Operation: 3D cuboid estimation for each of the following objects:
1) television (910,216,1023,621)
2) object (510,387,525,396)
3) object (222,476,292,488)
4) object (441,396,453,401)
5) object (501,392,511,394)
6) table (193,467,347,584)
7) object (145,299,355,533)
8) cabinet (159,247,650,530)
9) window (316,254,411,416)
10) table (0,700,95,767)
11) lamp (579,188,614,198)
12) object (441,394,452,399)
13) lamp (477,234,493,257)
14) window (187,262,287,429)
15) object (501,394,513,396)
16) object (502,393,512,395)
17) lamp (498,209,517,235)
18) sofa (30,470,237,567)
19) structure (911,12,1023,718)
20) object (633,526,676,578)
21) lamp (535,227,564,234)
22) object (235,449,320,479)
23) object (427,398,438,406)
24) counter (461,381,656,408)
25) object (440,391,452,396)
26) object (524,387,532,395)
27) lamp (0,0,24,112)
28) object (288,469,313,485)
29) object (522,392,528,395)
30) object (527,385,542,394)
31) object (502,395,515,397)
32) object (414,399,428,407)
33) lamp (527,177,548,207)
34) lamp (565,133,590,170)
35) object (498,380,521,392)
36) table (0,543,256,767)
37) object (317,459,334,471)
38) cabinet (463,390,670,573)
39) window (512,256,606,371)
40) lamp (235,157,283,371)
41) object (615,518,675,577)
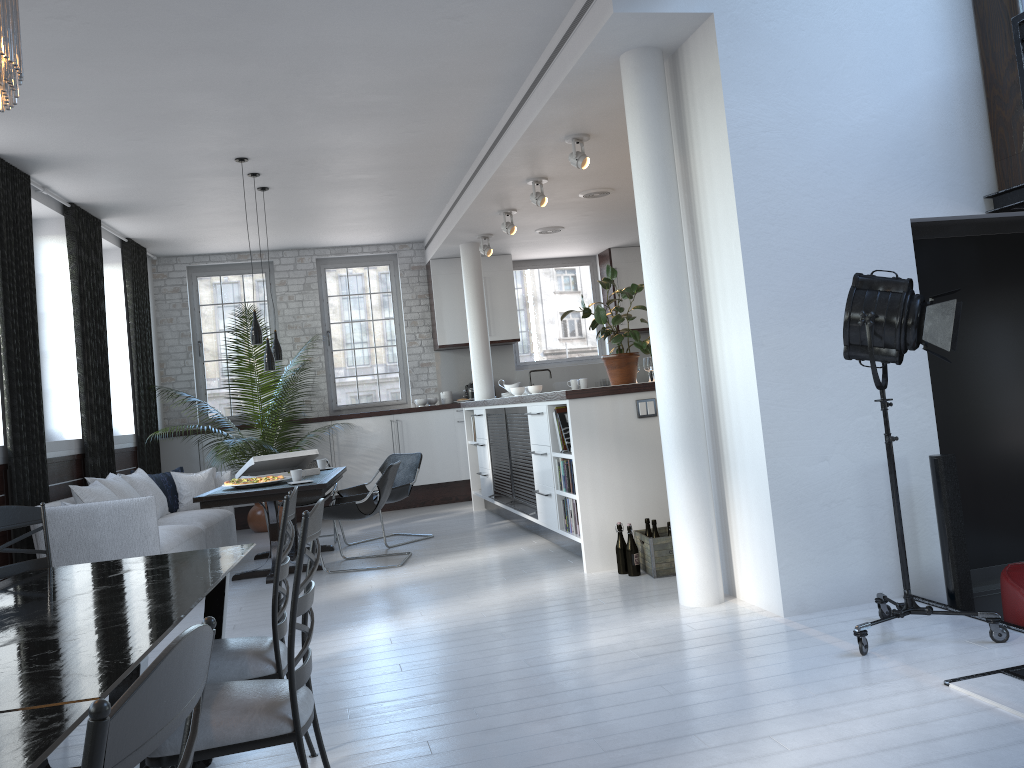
[{"bbox_3d":[3.792,0.196,5.000,3.355,2.431,0.116,-5,-3,-13],"label":"television"},{"bbox_3d":[0.063,0.082,9.119,0.157,0.093,0.156,-5,-2,-13],"label":"object"},{"bbox_3d":[-1.998,0.782,6.957,0.533,0.042,0.531,-5,-1,-16],"label":"object"},{"bbox_3d":[-0.822,0.194,11.182,0.154,0.074,0.152,-6,-1,-10],"label":"object"},{"bbox_3d":[0.011,0.104,9.788,0.262,0.028,0.261,-5,-1,-25],"label":"object"},{"bbox_3d":[-1.912,1.152,7.410,0.959,0.704,1.914,-6,-1,-6],"label":"table"},{"bbox_3d":[-3.005,0.373,9.840,1.918,2.628,2.402,-7,-3,35],"label":"object"},{"bbox_3d":[0.017,-0.184,8.049,7.234,3.006,7.282,-5,-1,-13],"label":"cabinet"},{"bbox_3d":[-2.462,-0.822,15.756,8.142,6.082,9.124,-5,-2,-13],"label":"window"},{"bbox_3d":[-1.032,0.947,0.588,0.891,0.698,1.992,-5,-1,-8],"label":"table"},{"bbox_3d":[0.782,-1.764,8.210,0.328,0.025,0.328,-6,-1,-8],"label":"lamp"},{"bbox_3d":[-0.825,0.164,11.183,0.153,0.063,0.153,-6,-1,16],"label":"object"},{"bbox_3d":[-0.288,-1.517,9.762,0.183,0.239,0.182,-5,-2,-10],"label":"lamp"},{"bbox_3d":[-3.381,-0.493,10.901,1.034,1.995,0.132,-5,-3,-13],"label":"window"},{"bbox_3d":[0.014,0.127,9.786,0.261,0.028,0.261,-6,-1,11],"label":"object"},{"bbox_3d":[0.012,0.112,9.787,0.261,0.028,0.261,-6,-1,15],"label":"object"},{"bbox_3d":[-0.031,-1.563,8.631,0.183,0.239,0.182,-5,-2,-10],"label":"lamp"},{"bbox_3d":[-2.973,1.222,7.255,0.921,0.772,2.651,-6,-1,-6],"label":"sofa"},{"bbox_3d":[3.930,-0.326,2.680,4.619,3.360,4.478,-5,-2,-13],"label":"structure"},{"bbox_3d":[1.056,1.051,5.650,0.455,0.248,0.389,-6,-2,-7],"label":"object"},{"bbox_3d":[0.417,-1.699,9.816,0.329,0.025,0.327,-5,-1,-38],"label":"lamp"},{"bbox_3d":[-2.048,0.709,7.735,0.592,0.216,0.586,-5,-2,-34],"label":"object"},{"bbox_3d":[-0.997,0.225,11.022,0.157,0.093,0.156,-5,-2,-32],"label":"object"},{"bbox_3d":[0.590,0.087,8.022,1.447,0.061,4.191,-6,-1,-13],"label":"counter"},{"bbox_3d":[-0.830,0.132,11.187,0.153,0.075,0.153,-7,-2,44],"label":"object"},{"bbox_3d":[0.199,0.071,9.255,0.157,0.093,0.156,-5,-2,-27],"label":"object"},{"bbox_3d":[-1.384,-1.159,1.707,0.441,1.629,1.269,-5,-2,-8],"label":"lamp"},{"bbox_3d":[-1.632,0.711,6.794,0.176,0.097,0.300,-5,-1,-23],"label":"object"},{"bbox_3d":[0.139,0.111,9.500,0.236,0.041,0.235,-5,-1,-17],"label":"object"},{"bbox_3d":[0.238,0.064,9.083,0.156,0.093,0.156,-6,-2,2],"label":"object"},{"bbox_3d":[0.014,0.134,9.786,0.262,0.028,0.261,-5,-1,-24],"label":"object"},{"bbox_3d":[-1.112,0.234,10.900,0.157,0.093,0.156,-5,-2,-14],"label":"object"},{"bbox_3d":[0.226,-1.609,7.499,0.183,0.239,0.182,-5,-2,-10],"label":"lamp"},{"bbox_3d":[0.482,-1.655,6.368,0.183,0.239,0.182,-5,-2,-10],"label":"lamp"},{"bbox_3d":[-0.021,0.028,9.798,0.269,0.173,0.130,-6,-2,16],"label":"object"},{"bbox_3d":[-1.312,1.010,2.565,0.891,0.698,1.992,-5,-1,-8],"label":"table"},{"bbox_3d":[-1.760,0.747,8.208,0.204,0.099,0.175,-6,-2,-8],"label":"object"},{"bbox_3d":[0.650,0.672,7.978,1.501,1.173,4.160,-5,-1,-13],"label":"cabinet"},{"bbox_3d":[0.576,-0.954,11.834,1.299,1.461,0.132,-5,-3,-13],"label":"window"},{"bbox_3d":[-2.137,-1.035,7.539,0.114,1.856,1.053,-5,-3,-6],"label":"lamp"},{"bbox_3d":[0.934,1.025,5.626,0.555,0.325,0.289,-6,-2,14],"label":"object"}]
